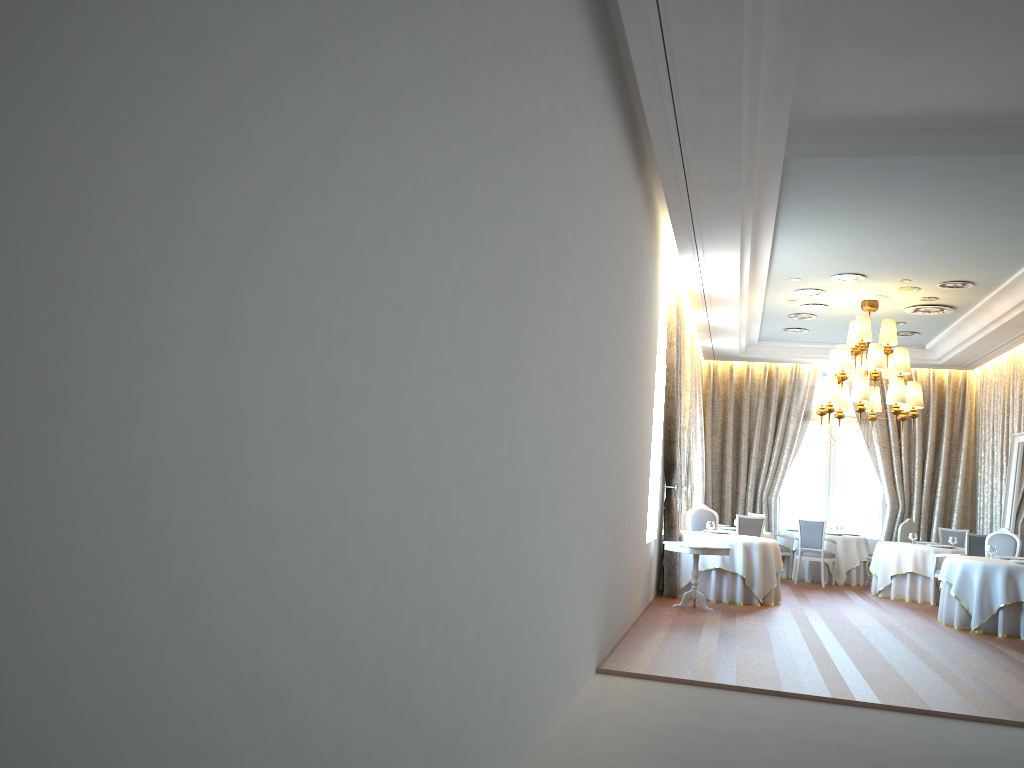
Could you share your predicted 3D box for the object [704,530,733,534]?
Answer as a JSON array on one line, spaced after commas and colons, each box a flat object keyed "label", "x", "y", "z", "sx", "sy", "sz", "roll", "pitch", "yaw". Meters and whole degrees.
[{"label": "object", "x": 2.950, "y": 2.117, "z": 12.686, "sx": 0.419, "sy": 0.036, "sz": 0.419, "roll": 3, "pitch": -6, "yaw": 13}]

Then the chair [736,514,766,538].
[{"label": "chair", "x": 3.538, "y": 2.573, "z": 13.690, "sx": 0.650, "sy": 1.108, "sz": 0.629, "roll": 5, "pitch": -6, "yaw": -10}]

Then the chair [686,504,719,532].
[{"label": "chair", "x": 2.901, "y": 2.402, "z": 13.079, "sx": 0.563, "sy": 1.233, "sz": 0.690, "roll": 5, "pitch": -6, "yaw": -10}]

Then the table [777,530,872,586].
[{"label": "table", "x": 5.637, "y": 3.152, "z": 16.075, "sx": 1.667, "sy": 0.890, "sz": 1.663, "roll": 0, "pitch": -7, "yaw": 33}]

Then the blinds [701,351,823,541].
[{"label": "blinds", "x": 4.761, "y": 1.232, "z": 17.481, "sx": 2.535, "sy": 4.901, "sz": 0.386, "roll": 3, "pitch": -6, "yaw": 15}]

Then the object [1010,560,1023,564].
[{"label": "object", "x": 6.149, "y": 2.123, "z": 10.527, "sx": 0.419, "sy": 0.036, "sz": 0.419, "roll": 3, "pitch": -6, "yaw": 13}]

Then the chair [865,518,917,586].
[{"label": "chair", "x": 6.581, "y": 2.926, "z": 15.381, "sx": 0.563, "sy": 1.233, "sz": 0.690, "roll": 9, "pitch": -8, "yaw": -35}]

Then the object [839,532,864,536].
[{"label": "object", "x": 6.142, "y": 2.719, "z": 16.045, "sx": 0.419, "sy": 0.036, "sz": 0.419, "roll": 3, "pitch": -6, "yaw": 13}]

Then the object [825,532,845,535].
[{"label": "object", "x": 5.678, "y": 2.644, "z": 15.675, "sx": 0.419, "sy": 0.036, "sz": 0.419, "roll": 3, "pitch": -6, "yaw": 13}]

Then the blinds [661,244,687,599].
[{"label": "blinds", "x": 2.291, "y": 0.484, "z": 12.279, "sx": 0.315, "sy": 4.930, "sz": 2.204, "roll": 3, "pitch": -6, "yaw": 14}]

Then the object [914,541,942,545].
[{"label": "object", "x": 6.762, "y": 2.590, "z": 14.420, "sx": 0.419, "sy": 0.036, "sz": 0.419, "roll": 3, "pitch": -6, "yaw": 13}]

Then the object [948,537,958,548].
[{"label": "object", "x": 6.874, "y": 2.469, "z": 13.823, "sx": 0.128, "sy": 0.165, "sz": 0.128, "roll": 3, "pitch": -6, "yaw": 15}]

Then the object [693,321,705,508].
[{"label": "object", "x": 3.494, "y": 1.102, "z": 16.726, "sx": 0.386, "sy": 4.901, "sz": 2.121, "roll": 3, "pitch": -6, "yaw": 14}]

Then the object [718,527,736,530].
[{"label": "object", "x": 3.512, "y": 2.339, "z": 14.351, "sx": 0.419, "sy": 0.036, "sz": 0.419, "roll": 3, "pitch": -6, "yaw": 13}]

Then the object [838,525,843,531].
[{"label": "object", "x": 6.030, "y": 2.680, "z": 16.359, "sx": 0.128, "sy": 0.165, "sz": 0.128, "roll": 3, "pitch": -6, "yaw": 15}]

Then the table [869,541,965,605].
[{"label": "table", "x": 6.544, "y": 2.992, "z": 13.969, "sx": 1.663, "sy": 0.890, "sz": 1.667, "roll": 1, "pitch": -7, "yaw": 28}]

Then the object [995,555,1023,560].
[{"label": "object", "x": 6.409, "y": 2.232, "z": 11.353, "sx": 0.419, "sy": 0.036, "sz": 0.419, "roll": 3, "pitch": -6, "yaw": 13}]

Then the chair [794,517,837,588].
[{"label": "chair", "x": 5.116, "y": 2.836, "z": 15.031, "sx": 0.650, "sy": 1.108, "sz": 0.629, "roll": 1, "pitch": -7, "yaw": 29}]

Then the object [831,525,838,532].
[{"label": "object", "x": 5.812, "y": 2.623, "z": 15.979, "sx": 0.128, "sy": 0.165, "sz": 0.128, "roll": 3, "pitch": -6, "yaw": 15}]

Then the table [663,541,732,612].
[{"label": "table", "x": 2.235, "y": 2.358, "z": 10.792, "sx": 0.761, "sy": 0.801, "sz": 0.760, "roll": 9, "pitch": -8, "yaw": -36}]

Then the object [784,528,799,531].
[{"label": "object", "x": 5.159, "y": 2.652, "z": 16.107, "sx": 0.419, "sy": 0.036, "sz": 0.419, "roll": 3, "pitch": -6, "yaw": 13}]

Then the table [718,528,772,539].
[{"label": "table", "x": 3.528, "y": 2.853, "z": 14.764, "sx": 1.667, "sy": 0.890, "sz": 1.663, "roll": 3, "pitch": -6, "yaw": 8}]

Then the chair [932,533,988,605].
[{"label": "chair", "x": 6.619, "y": 2.727, "z": 12.981, "sx": 0.650, "sy": 1.108, "sz": 0.629, "roll": 6, "pitch": -6, "yaw": -15}]

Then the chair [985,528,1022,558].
[{"label": "chair", "x": 6.358, "y": 2.527, "z": 11.837, "sx": 0.690, "sy": 1.233, "sz": 0.563, "roll": 7, "pitch": -7, "yaw": -25}]

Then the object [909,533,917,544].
[{"label": "object", "x": 6.479, "y": 2.493, "z": 14.324, "sx": 0.128, "sy": 0.165, "sz": 0.128, "roll": 3, "pitch": -6, "yaw": 15}]

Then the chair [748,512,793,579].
[{"label": "chair", "x": 4.609, "y": 2.894, "z": 15.916, "sx": 0.629, "sy": 1.108, "sz": 0.650, "roll": 7, "pitch": -7, "yaw": -20}]

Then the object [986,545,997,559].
[{"label": "object", "x": 6.091, "y": 2.134, "z": 11.270, "sx": 0.128, "sy": 0.165, "sz": 0.128, "roll": -2, "pitch": -9, "yaw": 44}]

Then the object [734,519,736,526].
[{"label": "object", "x": 3.728, "y": 2.322, "z": 14.639, "sx": 0.128, "sy": 0.165, "sz": 0.128, "roll": 3, "pitch": -6, "yaw": 15}]

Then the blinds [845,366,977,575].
[{"label": "blinds", "x": 7.542, "y": 1.362, "z": 16.761, "sx": 2.476, "sy": 4.901, "sz": 0.386, "roll": 3, "pitch": -6, "yaw": 14}]

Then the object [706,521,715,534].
[{"label": "object", "x": 2.782, "y": 2.011, "z": 12.417, "sx": 0.128, "sy": 0.165, "sz": 0.128, "roll": 5, "pitch": -6, "yaw": -3}]

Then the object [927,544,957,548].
[{"label": "object", "x": 6.600, "y": 2.491, "z": 13.622, "sx": 0.419, "sy": 0.036, "sz": 0.419, "roll": 3, "pitch": -6, "yaw": 13}]

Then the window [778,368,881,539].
[{"label": "window", "x": 6.297, "y": 1.316, "z": 17.511, "sx": 1.881, "sy": 3.306, "sz": 0.196, "roll": 3, "pitch": -6, "yaw": 15}]

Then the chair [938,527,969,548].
[{"label": "chair", "x": 7.412, "y": 3.003, "z": 14.985, "sx": 0.650, "sy": 1.108, "sz": 0.629, "roll": 0, "pitch": -7, "yaw": 34}]

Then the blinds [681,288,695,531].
[{"label": "blinds", "x": 2.908, "y": 0.786, "z": 14.640, "sx": 0.335, "sy": 4.969, "sz": 2.257, "roll": 3, "pitch": -6, "yaw": 15}]

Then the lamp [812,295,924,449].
[{"label": "lamp", "x": 5.023, "y": -0.174, "z": 12.523, "sx": 1.373, "sy": 2.121, "sz": 1.373, "roll": 9, "pitch": -8, "yaw": -38}]

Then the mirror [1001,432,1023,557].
[{"label": "mirror", "x": 7.199, "y": 1.904, "z": 12.282, "sx": 0.385, "sy": 2.564, "sz": 2.251, "roll": 3, "pitch": -6, "yaw": 15}]

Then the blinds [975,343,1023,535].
[{"label": "blinds", "x": 8.115, "y": 1.137, "z": 14.437, "sx": 0.238, "sy": 4.819, "sz": 4.439, "roll": 3, "pitch": -6, "yaw": 15}]

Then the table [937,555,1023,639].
[{"label": "table", "x": 6.169, "y": 2.635, "z": 10.924, "sx": 1.663, "sy": 0.890, "sz": 1.667, "roll": 4, "pitch": -6, "yaw": 3}]

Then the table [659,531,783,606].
[{"label": "table", "x": 2.884, "y": 2.530, "z": 12.225, "sx": 1.663, "sy": 0.890, "sz": 1.667, "roll": 4, "pitch": -6, "yaw": 3}]

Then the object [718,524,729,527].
[{"label": "object", "x": 3.535, "y": 2.441, "z": 15.278, "sx": 0.419, "sy": 0.036, "sz": 0.419, "roll": 3, "pitch": -6, "yaw": 13}]
